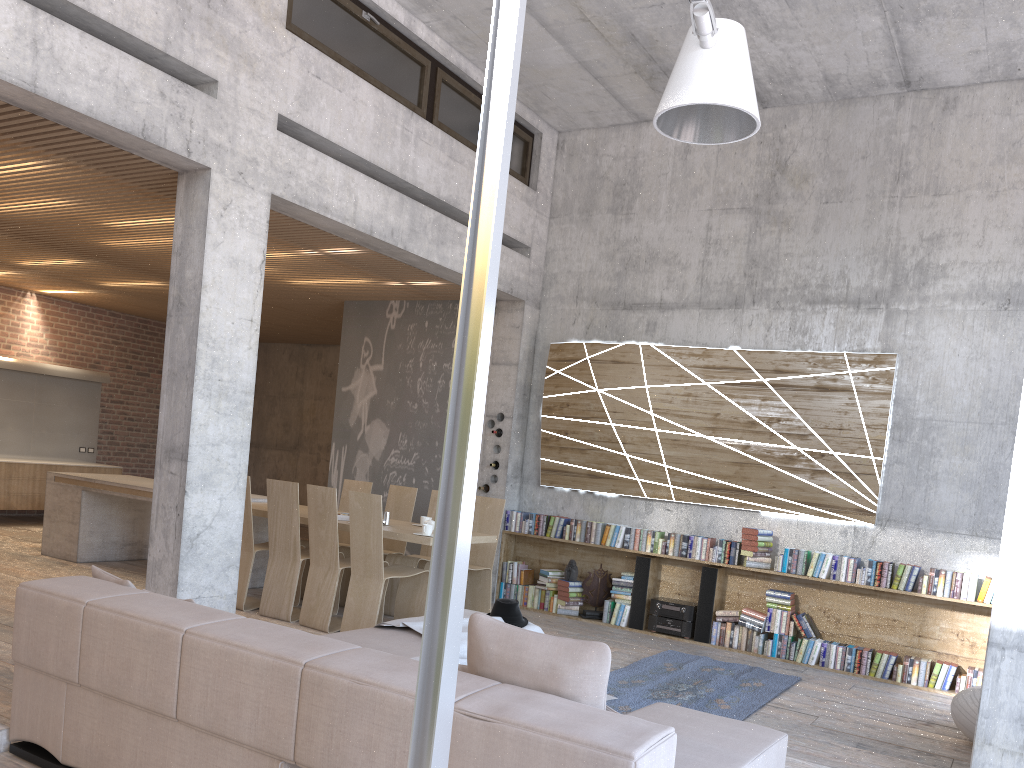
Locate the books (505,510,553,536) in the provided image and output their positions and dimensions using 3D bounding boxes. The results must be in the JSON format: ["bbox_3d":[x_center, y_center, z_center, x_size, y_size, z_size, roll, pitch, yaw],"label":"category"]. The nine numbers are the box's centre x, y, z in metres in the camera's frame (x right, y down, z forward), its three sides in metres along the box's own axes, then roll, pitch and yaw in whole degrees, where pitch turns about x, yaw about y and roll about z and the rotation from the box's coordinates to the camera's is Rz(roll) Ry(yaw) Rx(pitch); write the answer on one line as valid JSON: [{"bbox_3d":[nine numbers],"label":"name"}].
[{"bbox_3d":[0.181,1.495,9.424,0.486,0.221,0.216,4,-2,31],"label":"books"}]

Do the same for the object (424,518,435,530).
[{"bbox_3d":[-0.720,1.231,7.717,0.088,0.112,0.123,6,-1,22],"label":"object"}]

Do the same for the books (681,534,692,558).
[{"bbox_3d":[1.706,1.580,8.540,0.054,0.221,0.190,8,1,31],"label":"books"}]

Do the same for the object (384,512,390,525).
[{"bbox_3d":[-1.095,1.174,7.671,0.053,0.112,0.052,5,2,-14],"label":"object"}]

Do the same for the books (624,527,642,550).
[{"bbox_3d":[1.224,1.551,8.778,0.155,0.222,0.155,6,1,31],"label":"books"}]

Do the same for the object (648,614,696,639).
[{"bbox_3d":[1.594,2.376,8.622,0.437,0.164,0.295,4,-4,31],"label":"object"}]

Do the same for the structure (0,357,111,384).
[{"bbox_3d":[-7.189,-0.349,11.541,0.206,0.157,4.110,5,-5,31],"label":"structure"}]

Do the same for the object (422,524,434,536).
[{"bbox_3d":[-0.684,1.184,7.109,0.093,0.088,0.116,6,-2,-15],"label":"object"}]

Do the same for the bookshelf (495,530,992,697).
[{"bbox_3d":[2.204,2.117,8.266,5.287,0.807,0.304,3,1,31],"label":"bookshelf"}]

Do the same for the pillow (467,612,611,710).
[{"bbox_3d":[0.085,1.107,3.047,0.559,0.560,0.222,5,2,33],"label":"pillow"}]

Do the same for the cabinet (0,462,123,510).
[{"bbox_3d":[-7.277,0.590,11.593,1.068,2.076,4.146,7,-2,31],"label":"cabinet"}]

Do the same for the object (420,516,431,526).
[{"bbox_3d":[-0.790,1.254,7.988,0.093,0.088,0.117,6,-2,-5],"label":"object"}]

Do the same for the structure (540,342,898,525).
[{"bbox_3d":[1.785,0.401,8.494,3.390,1.542,0.359,4,2,31],"label":"structure"}]

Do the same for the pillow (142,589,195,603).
[{"bbox_3d":[-1.516,1.120,3.980,0.368,0.360,0.187,5,1,30],"label":"pillow"}]

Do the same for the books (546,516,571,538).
[{"bbox_3d":[0.491,1.510,9.255,0.198,0.229,0.190,6,0,31],"label":"books"}]

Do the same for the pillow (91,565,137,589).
[{"bbox_3d":[-1.858,1.064,4.159,0.359,0.368,0.188,5,1,36],"label":"pillow"}]

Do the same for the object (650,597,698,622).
[{"bbox_3d":[1.607,2.214,8.608,0.437,0.161,0.306,4,-4,31],"label":"object"}]

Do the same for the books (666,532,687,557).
[{"bbox_3d":[1.620,1.577,8.600,0.154,0.221,0.206,6,0,31],"label":"books"}]

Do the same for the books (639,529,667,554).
[{"bbox_3d":[1.410,1.562,8.670,0.275,0.221,0.171,5,0,32],"label":"books"}]

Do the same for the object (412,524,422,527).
[{"bbox_3d":[-0.790,1.293,7.983,0.184,0.014,0.187,3,-6,34],"label":"object"}]

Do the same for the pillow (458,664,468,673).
[{"bbox_3d":[-0.093,1.212,3.274,0.376,0.374,0.168,6,2,4],"label":"pillow"}]

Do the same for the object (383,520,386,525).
[{"bbox_3d":[-1.119,1.199,7.618,0.051,0.045,0.050,7,-2,-41],"label":"object"}]

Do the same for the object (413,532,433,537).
[{"bbox_3d":[-0.692,1.227,7.125,0.184,0.014,0.186,4,-5,17],"label":"object"}]

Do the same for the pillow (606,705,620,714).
[{"bbox_3d":[0.339,1.252,2.933,0.152,0.378,0.366,5,0,-26],"label":"pillow"}]

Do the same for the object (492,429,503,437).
[{"bbox_3d":[-0.121,0.531,9.496,0.090,0.090,0.338,6,-4,31],"label":"object"}]

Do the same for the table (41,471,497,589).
[{"bbox_3d":[-2.645,1.594,8.705,5.153,0.926,1.018,3,-2,31],"label":"table"}]

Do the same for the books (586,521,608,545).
[{"bbox_3d":[0.869,1.526,8.990,0.155,0.221,0.190,6,0,31],"label":"books"}]

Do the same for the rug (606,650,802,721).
[{"bbox_3d":[1.163,2.222,6.312,1.154,0.049,2.941,3,-6,31],"label":"rug"}]

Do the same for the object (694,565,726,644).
[{"bbox_3d":[1.905,2.137,8.457,0.151,0.763,0.273,8,3,31],"label":"object"}]

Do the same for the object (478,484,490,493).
[{"bbox_3d":[-0.264,1.142,9.580,0.094,0.095,0.340,6,-4,31],"label":"object"}]

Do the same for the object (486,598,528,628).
[{"bbox_3d":[-0.032,1.534,5.914,0.300,0.169,0.300,5,-3,18],"label":"object"}]

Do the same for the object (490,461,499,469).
[{"bbox_3d":[-0.138,0.890,9.550,0.093,0.093,0.349,6,-4,31],"label":"object"}]

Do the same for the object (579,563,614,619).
[{"bbox_3d":[0.888,2.132,9.065,0.345,0.571,0.194,6,3,-9],"label":"object"}]

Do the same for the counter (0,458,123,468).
[{"bbox_3d":[-7.134,0.970,11.508,0.649,0.020,4.110,3,-6,31],"label":"counter"}]

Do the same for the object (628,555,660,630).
[{"bbox_3d":[1.325,2.107,8.802,0.151,0.763,0.273,8,3,31],"label":"object"}]

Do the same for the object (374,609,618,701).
[{"bbox_3d":[-0.159,1.778,5.792,1.610,0.504,1.037,10,-5,-40],"label":"object"}]

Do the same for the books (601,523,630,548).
[{"bbox_3d":[1.056,1.535,8.879,0.247,0.229,0.190,5,0,31],"label":"books"}]

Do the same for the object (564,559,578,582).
[{"bbox_3d":[0.616,1.931,9.091,0.144,0.230,0.136,7,1,28],"label":"object"}]

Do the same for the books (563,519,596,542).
[{"bbox_3d":[0.697,1.521,9.121,0.276,0.221,0.210,5,-1,29],"label":"books"}]

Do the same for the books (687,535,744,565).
[{"bbox_3d":[1.943,1.588,8.377,0.486,0.221,0.216,4,-2,31],"label":"books"}]
